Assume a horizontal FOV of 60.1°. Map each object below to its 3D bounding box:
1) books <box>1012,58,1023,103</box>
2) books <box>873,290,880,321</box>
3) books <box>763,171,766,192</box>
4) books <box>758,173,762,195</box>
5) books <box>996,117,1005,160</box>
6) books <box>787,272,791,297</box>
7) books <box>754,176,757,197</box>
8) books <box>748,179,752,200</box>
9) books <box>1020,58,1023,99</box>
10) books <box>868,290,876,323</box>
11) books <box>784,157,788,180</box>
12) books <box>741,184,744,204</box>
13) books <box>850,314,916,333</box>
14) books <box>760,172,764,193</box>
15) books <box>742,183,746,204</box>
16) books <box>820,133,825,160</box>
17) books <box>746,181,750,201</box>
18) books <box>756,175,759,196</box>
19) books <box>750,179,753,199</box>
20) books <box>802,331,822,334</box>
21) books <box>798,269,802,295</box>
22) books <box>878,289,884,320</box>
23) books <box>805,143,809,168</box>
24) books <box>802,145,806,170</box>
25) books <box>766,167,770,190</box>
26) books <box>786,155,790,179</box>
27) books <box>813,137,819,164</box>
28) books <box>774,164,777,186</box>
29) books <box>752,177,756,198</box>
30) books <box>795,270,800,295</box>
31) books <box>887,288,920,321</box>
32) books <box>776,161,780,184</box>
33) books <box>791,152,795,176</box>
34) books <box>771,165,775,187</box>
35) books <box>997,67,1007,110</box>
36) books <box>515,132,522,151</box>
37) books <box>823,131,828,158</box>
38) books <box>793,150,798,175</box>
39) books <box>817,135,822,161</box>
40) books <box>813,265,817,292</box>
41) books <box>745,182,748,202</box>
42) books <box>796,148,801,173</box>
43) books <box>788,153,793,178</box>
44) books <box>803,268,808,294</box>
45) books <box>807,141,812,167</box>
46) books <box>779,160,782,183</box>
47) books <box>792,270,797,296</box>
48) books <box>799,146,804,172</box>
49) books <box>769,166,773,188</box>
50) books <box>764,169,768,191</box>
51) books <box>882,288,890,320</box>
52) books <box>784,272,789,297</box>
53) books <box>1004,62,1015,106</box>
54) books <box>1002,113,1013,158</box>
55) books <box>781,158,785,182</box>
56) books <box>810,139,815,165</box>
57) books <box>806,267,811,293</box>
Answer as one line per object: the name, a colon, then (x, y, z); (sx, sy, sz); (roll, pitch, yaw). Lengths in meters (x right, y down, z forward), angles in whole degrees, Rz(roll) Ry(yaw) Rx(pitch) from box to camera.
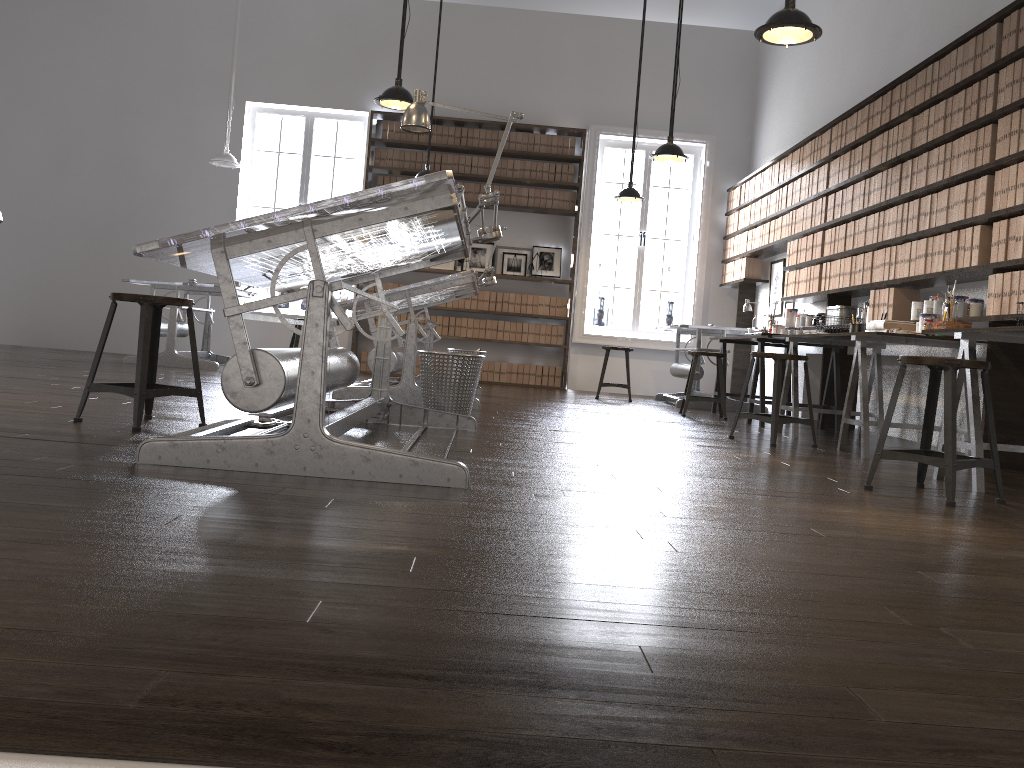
books: (2.676, -1.544, 4.543); (0.174, 0.226, 0.067); (5, 0, -2)
books: (2.556, -0.520, 6.006); (0.174, 0.226, 0.066); (5, 0, -1)
books: (2.595, -2.003, 8.807); (0.174, 0.226, 0.066); (5, 0, -2)
books: (2.586, -2.010, 8.947); (0.174, 0.226, 0.067); (5, 0, -1)
books: (2.656, -1.281, 4.662); (0.174, 0.225, 0.066); (5, 0, -2)
books: (2.530, -0.872, 7.820); (0.174, 0.225, 0.066); (5, 0, -1)
books: (2.586, -2.015, 9.083); (0.174, 0.225, 0.066); (5, 0, -2)
books: (2.582, -2.024, 9.288); (0.174, 0.226, 0.066); (5, 0, -2)
books: (2.682, -1.541, 4.480); (0.174, 0.225, 0.066); (5, 0, -1)
books: (2.549, -0.524, 6.073); (0.174, 0.226, 0.067); (5, 0, -2)
books: (2.611, -1.976, 8.173); (0.174, 0.226, 0.066); (5, 0, -1)
books: (2.575, -2.036, 9.579); (0.174, 0.225, 0.066); (5, 0, -1)
books: (2.237, -0.339, 5.320); (0.385, 0.147, 0.294); (5, 2, -2)
books: (2.591, -2.006, 8.877); (0.174, 0.226, 0.066); (5, 0, -2)
books: (2.571, -2.034, 9.504); (0.174, 0.226, 0.067); (5, 0, -2)
books: (2.635, -1.937, 7.271); (0.174, 0.226, 0.066); (5, 0, -2)
books: (2.576, -2.027, 9.358); (0.174, 0.226, 0.066); (5, 0, -1)
books: (2.586, -2.013, 9.020); (0.174, 0.225, 0.066); (5, 0, -2)
books: (2.583, -2.021, 9.217); (0.174, 0.226, 0.066); (5, 0, -2)
books: (2.046, -0.315, 5.712); (0.256, 0.029, 0.355); (5, 2, -1)
books: (2.539, -0.860, 7.545); (0.174, 0.226, 0.066); (5, 0, -1)
books: (2.558, -0.517, 5.935); (0.174, 0.226, 0.066); (5, 0, -1)
books: (2.622, -1.953, 7.623); (0.174, 0.226, 0.066); (5, 0, -2)
books: (2.624, -1.955, 7.693); (0.174, 0.226, 0.066); (5, 0, -1)
books: (2.592, -1.998, 8.665); (0.174, 0.226, 0.066); (5, 0, -1)
books: (2.612, -1.973, 8.102); (0.174, 0.226, 0.066); (5, 0, -1)
books: (2.628, -1.944, 7.415); (0.174, 0.225, 0.066); (5, 0, -2)
books: (2.604, -1.989, 8.464); (0.174, 0.225, 0.066); (5, 0, -2)
books: (2.579, -2.019, 9.149); (0.174, 0.226, 0.067); (5, 0, -1)
books: (2.536, -0.863, 7.615); (0.174, 0.226, 0.066); (5, 0, -1)
books: (2.562, -0.511, 5.793); (0.174, 0.226, 0.066); (5, 0, -2)
books: (2.600, -1.986, 8.390); (0.174, 0.226, 0.067); (5, 0, -1)
books: (2.615, -1.967, 7.968); (0.174, 0.225, 0.066); (5, 0, -1)
books: (2.599, -1.992, 8.530); (0.174, 0.225, 0.066); (5, 0, -1)
books: (2.676, -1.550, 4.688); (0.174, 0.226, 0.066); (5, 0, -1)
books: (0.077, -2.793, 10.303); (0.067, 0.226, 0.174); (5, 0, -2)
books: (2.633, -1.935, 7.201); (0.174, 0.226, 0.066); (5, 0, -1)
books: (2.615, -1.965, 7.905); (0.174, 0.225, 0.066); (5, 0, -1)
books: (2.631, -1.940, 7.340); (0.174, 0.226, 0.066); (5, 0, -2)
books: (2.548, -0.845, 7.202); (0.174, 0.225, 0.066); (5, 0, -1)
books: (2.579, -2.030, 9.430); (0.174, 0.226, 0.066); (5, 0, -1)
books: (2.615, -1.962, 7.833); (0.174, 0.226, 0.067); (5, 0, -2)
books: (2.608, -1.971, 8.035); (0.174, 0.226, 0.067); (5, 0, -2)
books: (2.536, -0.854, 7.403); (0.174, 0.226, 0.066); (5, 0, -2)
books: (2.621, -1.950, 7.550); (0.174, 0.226, 0.066); (5, 0, -2)
books: (2.607, -1.982, 8.315); (0.174, 0.226, 0.066); (5, 0, -2)
books: (2.530, -0.866, 7.685); (0.174, 0.226, 0.067); (5, 0, -2)
books: (2.620, -1.959, 7.763); (0.174, 0.226, 0.066); (5, 0, -1)
books: (2.593, -1.995, 8.593); (0.174, 0.226, 0.067); (5, 0, -2)
books: (2.593, -2.001, 8.738); (0.174, 0.226, 0.066); (5, 0, -1)
books: (2.556, -0.514, 5.864); (0.174, 0.226, 0.066); (5, 0, -2)
books: (2.524, -0.875, 7.887); (0.174, 0.226, 0.067); (5, 0, -2)
books: (2.674, -1.547, 4.615); (0.174, 0.226, 0.066); (5, 0, -1)
books: (2.653, -1.278, 4.599); (0.174, 0.226, 0.067); (5, 0, -1)
books: (2.605, -1.980, 8.244); (0.174, 0.226, 0.066); (5, 0, -2)
books: (2.622, -1.947, 7.478); (0.174, 0.226, 0.067); (5, 0, -1)
books: (2.538, -0.851, 7.330); (0.174, 0.226, 0.067); (5, 0, -1)
